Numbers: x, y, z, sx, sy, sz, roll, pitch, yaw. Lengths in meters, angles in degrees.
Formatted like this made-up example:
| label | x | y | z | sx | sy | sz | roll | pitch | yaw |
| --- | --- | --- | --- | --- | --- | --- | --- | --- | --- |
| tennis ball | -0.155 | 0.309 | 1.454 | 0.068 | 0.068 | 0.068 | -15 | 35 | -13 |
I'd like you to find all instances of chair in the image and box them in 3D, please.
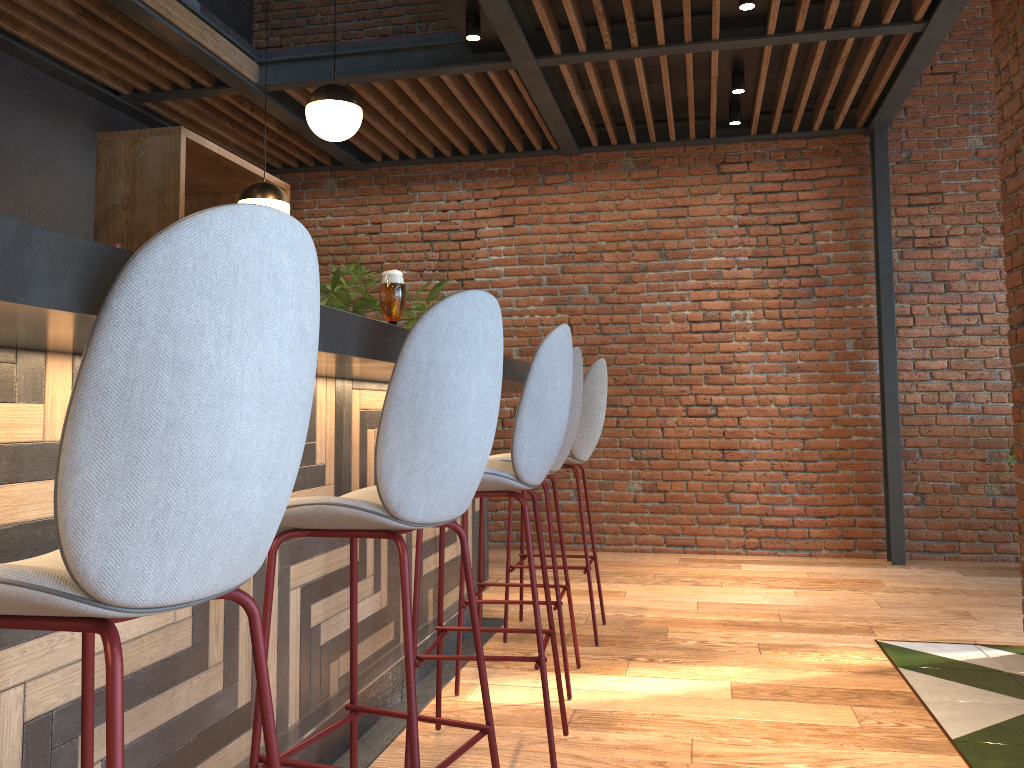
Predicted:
| label | x | y | z | sx | sy | sz | roll | pitch | yaw |
| --- | --- | --- | --- | --- | --- | --- | --- | --- | --- |
| chair | -0.507 | 0.412 | 1.098 | 0.507 | 1.248 | 0.417 | -2 | -5 | 18 |
| chair | -0.070 | 0.447 | 2.581 | 0.507 | 1.248 | 0.417 | -1 | -4 | 8 |
| chair | 0.021 | 0.483 | 3.341 | 0.507 | 1.248 | 0.417 | -1 | -4 | 10 |
| chair | 0.190 | 0.505 | 4.052 | 0.507 | 1.248 | 0.417 | -1 | -4 | 12 |
| chair | -0.272 | 0.435 | 1.845 | 0.507 | 1.248 | 0.417 | -2 | -5 | 23 |

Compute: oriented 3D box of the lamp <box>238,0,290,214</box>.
| label | x | y | z | sx | sy | sz | roll | pitch | yaw |
| --- | --- | --- | --- | --- | --- | --- | --- | --- | --- |
| lamp | -1.325 | -2.697 | 4.831 | 0.268 | 3.809 | 0.267 | -3 | -6 | 33 |

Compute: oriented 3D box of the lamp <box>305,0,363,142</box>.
| label | x | y | z | sx | sy | sz | roll | pitch | yaw |
| --- | --- | --- | --- | --- | --- | --- | --- | --- | --- |
| lamp | -0.864 | -3.060 | 4.385 | 0.268 | 3.809 | 0.267 | -2 | -5 | 22 |

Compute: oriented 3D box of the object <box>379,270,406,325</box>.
| label | x | y | z | sx | sy | sz | roll | pitch | yaw |
| --- | --- | --- | --- | --- | --- | --- | --- | --- | --- |
| object | -0.308 | -0.204 | 2.283 | 0.070 | 0.183 | 0.070 | -3 | -5 | 32 |

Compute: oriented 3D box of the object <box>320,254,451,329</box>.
| label | x | y | z | sx | sy | sz | roll | pitch | yaw |
| --- | --- | --- | --- | --- | --- | --- | --- | --- | --- |
| object | -1.037 | 0.155 | 6.108 | 1.515 | 2.104 | 1.079 | -2 | -4 | 17 |

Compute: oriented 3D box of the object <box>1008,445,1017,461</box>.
| label | x | y | z | sx | sy | sz | roll | pitch | yaw |
| --- | --- | --- | --- | --- | --- | --- | --- | --- | --- |
| object | 3.472 | 0.550 | 5.399 | 0.633 | 1.201 | 0.712 | 2 | -4 | -27 |

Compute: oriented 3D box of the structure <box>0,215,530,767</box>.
| label | x | y | z | sx | sy | sz | roll | pitch | yaw |
| --- | --- | --- | --- | --- | --- | --- | --- | --- | --- |
| structure | -1.589 | 0.389 | 2.477 | 2.916 | 1.401 | 4.906 | -1 | -2 | 12 |
